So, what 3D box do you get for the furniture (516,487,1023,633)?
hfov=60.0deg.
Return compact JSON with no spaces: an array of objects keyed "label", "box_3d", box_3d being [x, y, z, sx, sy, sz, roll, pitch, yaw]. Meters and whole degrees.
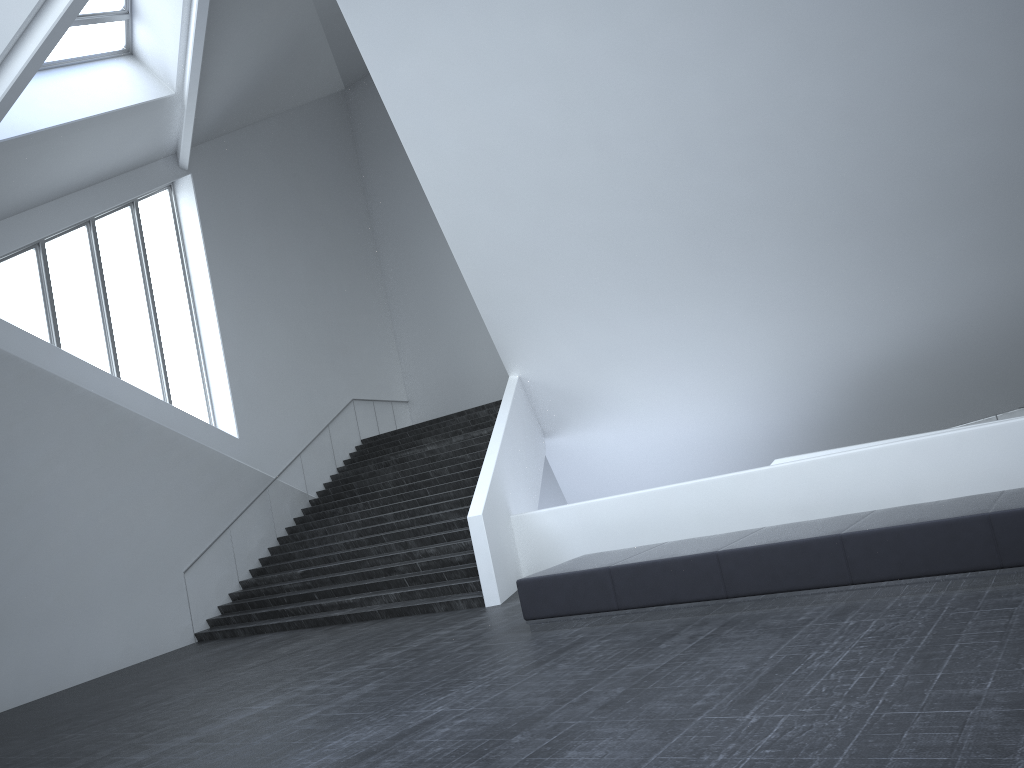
[{"label":"furniture","box_3d":[2.810,1.675,8.449,5.742,0.580,1.488,-16,-8,33]}]
